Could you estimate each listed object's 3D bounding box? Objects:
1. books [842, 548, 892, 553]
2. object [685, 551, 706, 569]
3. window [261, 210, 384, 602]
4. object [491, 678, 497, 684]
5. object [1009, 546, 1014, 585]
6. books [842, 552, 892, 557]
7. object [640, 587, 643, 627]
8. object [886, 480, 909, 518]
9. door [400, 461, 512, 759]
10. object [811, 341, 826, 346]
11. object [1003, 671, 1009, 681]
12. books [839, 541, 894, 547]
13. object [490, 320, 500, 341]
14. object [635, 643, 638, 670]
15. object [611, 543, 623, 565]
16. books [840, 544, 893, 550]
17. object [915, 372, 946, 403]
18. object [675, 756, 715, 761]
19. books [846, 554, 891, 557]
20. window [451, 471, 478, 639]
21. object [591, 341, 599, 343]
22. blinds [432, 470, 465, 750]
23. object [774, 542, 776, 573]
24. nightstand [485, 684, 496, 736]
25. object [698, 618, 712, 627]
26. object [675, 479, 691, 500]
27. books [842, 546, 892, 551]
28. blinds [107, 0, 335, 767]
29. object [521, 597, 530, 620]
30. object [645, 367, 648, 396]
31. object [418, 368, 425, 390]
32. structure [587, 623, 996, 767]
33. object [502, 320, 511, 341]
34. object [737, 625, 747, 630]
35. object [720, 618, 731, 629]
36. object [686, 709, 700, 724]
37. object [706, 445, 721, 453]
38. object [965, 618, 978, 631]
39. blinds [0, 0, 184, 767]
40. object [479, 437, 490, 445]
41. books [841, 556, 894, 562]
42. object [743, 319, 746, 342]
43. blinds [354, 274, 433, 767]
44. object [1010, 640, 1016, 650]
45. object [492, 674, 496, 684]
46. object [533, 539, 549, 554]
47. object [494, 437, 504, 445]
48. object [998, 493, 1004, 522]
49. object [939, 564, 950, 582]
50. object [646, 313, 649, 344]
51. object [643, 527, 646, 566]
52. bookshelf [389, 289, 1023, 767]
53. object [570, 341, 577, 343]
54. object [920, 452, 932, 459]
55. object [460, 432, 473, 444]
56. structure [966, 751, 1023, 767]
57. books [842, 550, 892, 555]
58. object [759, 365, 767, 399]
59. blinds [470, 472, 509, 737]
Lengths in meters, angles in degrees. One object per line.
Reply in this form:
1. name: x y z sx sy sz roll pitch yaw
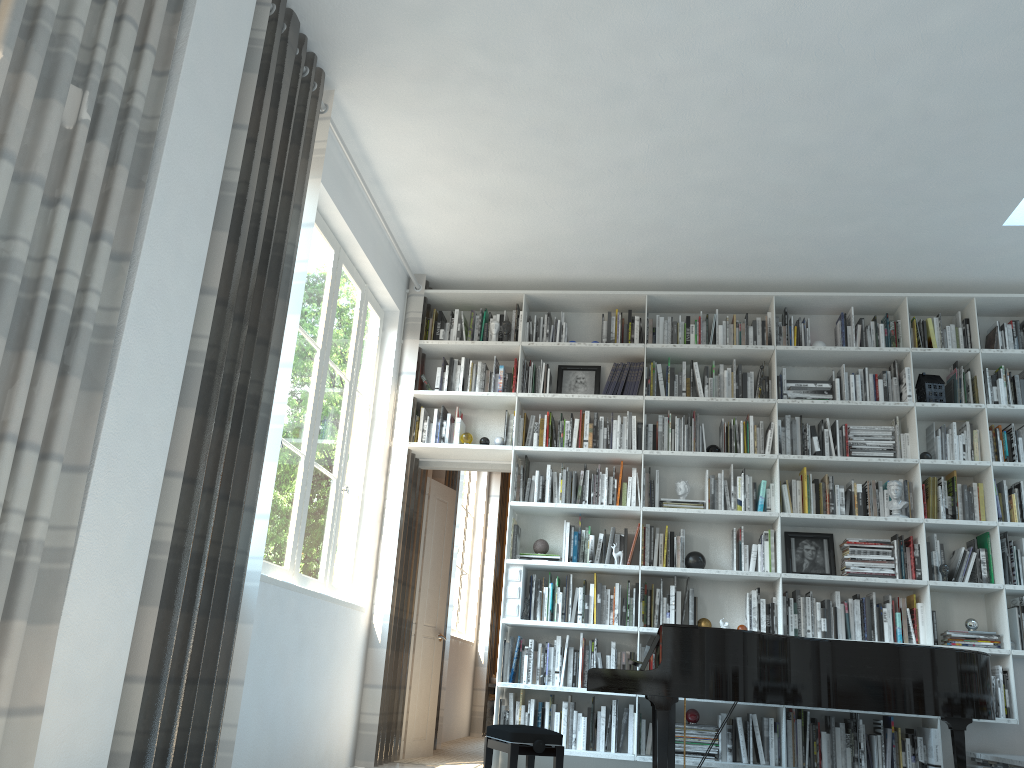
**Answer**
1. books: 2.203 1.043 5.514 0.254 0.012 0.161 2 -19 5
2. object: 1.160 1.126 5.611 0.134 0.135 0.134 15 -22 -31
3. window: -1.062 0.116 4.878 0.073 2.001 1.990 1 -19 8
4. object: -0.185 3.198 9.551 0.118 0.061 0.118 -1 -19 15
5. object: 3.011 1.118 5.396 0.007 0.265 0.135 1 -18 8
6. books: 2.202 1.066 5.507 0.254 0.012 0.161 2 -19 5
7. object: 0.814 1.417 5.587 0.012 0.253 0.161 1 -19 8
8. object: 2.361 0.717 5.457 0.137 0.243 0.138 13 -20 -24
9. door: -0.380 1.612 6.272 0.834 1.973 0.789 1 -18 8
10. object: 2.048 -0.236 5.926 0.105 0.105 0.105 8 -19 -13
11. object: 2.832 1.783 5.089 0.011 0.259 0.142 1 -18 8
12. books: 2.205 1.007 5.521 0.285 0.012 0.160 3 -19 4
13. object: -0.122 -0.350 6.158 0.068 0.197 0.067 18 -23 -37
14. object: 0.769 1.758 5.499 0.017 0.289 0.089 1 -18 8
15. object: 0.657 1.068 5.552 0.081 0.139 0.044 6 -18 -7
16. books: 2.205 1.021 5.524 0.285 0.012 0.160 1 -19 10
17. object: 2.693 0.047 5.706 0.135 0.247 0.136 5 -18 -1
18. object: 1.073 2.221 5.272 0.254 0.007 0.161 0 -19 11
19. books: 2.201 1.078 5.503 0.254 0.012 0.161 0 -19 11
20. window: -0.548 1.421 8.607 0.073 2.001 1.990 1 -19 8
21. object: 0.577 -0.256 6.148 0.082 0.083 0.083 8 -19 -13
22. blinds: -0.576 1.260 7.225 0.140 3.219 0.779 1 -18 8
23. object: 1.646 1.112 5.592 0.017 0.215 0.104 1 -18 8
24. nightstand: -0.311 3.494 9.550 0.650 0.516 0.432 0 -19 11
25. object: 1.190 1.496 5.492 0.091 0.091 0.091 8 -19 -13
26. object: 1.113 0.694 5.786 0.095 0.156 0.121 -3 -20 21
27. books: 2.204 1.031 5.516 0.254 0.012 0.161 3 -19 5
28. blinds: -1.090 -0.046 3.494 0.140 3.219 0.779 1 -18 8
29. object: 0.084 1.406 5.539 0.045 0.146 0.045 20 -24 -40
30. object: 0.914 0.030 6.043 0.012 0.253 0.161 1 -19 8
31. object: -0.646 -0.030 6.263 0.035 0.294 0.177 1 -19 8
32. structure: 1.345 1.650 4.234 1.918 0.829 1.339 1 -19 8
33. object: -0.042 -0.348 6.146 0.068 0.197 0.067 18 -23 -37
34. object: 1.406 1.502 5.415 0.061 0.062 0.061 15 -22 -31
35. object: 1.300 1.477 5.413 0.060 0.094 0.078 -4 -20 24
36. object: 1.081 1.991 5.311 0.086 0.087 0.086 8 -19 -13
37. object: 1.316 0.445 5.800 0.097 0.098 0.097 15 -22 -31
38. object: 2.701 1.414 5.212 0.072 0.072 0.071 15 -22 -31
39. blinds: -1.256 -0.502 2.248 0.183 3.249 1.030 2 -18 8
40. object: -0.187 0.397 6.051 0.071 0.072 0.072 8 -19 -13
41. books: 2.200 1.088 5.495 0.285 0.012 0.160 0 -19 13
42. object: 1.586 -0.299 6.060 0.010 0.246 0.158 1 -19 8
43. blinds: -0.728 0.872 6.118 0.140 3.219 0.779 1 -18 8
44. object: 2.927 1.541 5.222 0.072 0.072 0.071 15 -22 -31
45. object: -0.231 3.214 9.674 0.106 0.103 0.106 -1 -19 15
46. object: 0.189 1.063 5.768 0.105 0.106 0.105 8 -19 -13
47. object: -0.085 0.393 6.016 0.071 0.072 0.072 8 -19 -13
48. object: 3.005 0.792 5.489 0.013 0.207 0.140 1 -19 8
49. object: 2.571 1.122 5.265 0.054 0.113 0.079 2 -18 7
50. object: 0.940 -0.331 6.163 0.012 0.284 0.160 1 -18 8
51. object: 0.852 1.067 5.713 0.012 0.269 0.131 1 -18 8
52. bookshelf: 2.279 0.940 5.474 6.296 3.130 0.331 1 -18 8
53. object: 0.421 -0.259 6.170 0.082 0.083 0.083 8 -19 -13
54. object: 2.589 0.461 5.550 0.072 0.072 0.071 15 -22 -31
55. object: -0.307 0.372 6.024 0.087 0.087 0.087 15 -22 -31
56. structure: 3.729 1.693 3.564 2.899 0.657 3.124 1 -19 8
57. books: 2.202 1.054 5.509 0.254 0.012 0.161 3 -19 5
58. object: 1.645 -0.001 5.797 0.075 0.254 0.075 8 -19 -12
59. blinds: -0.214 2.178 9.849 0.140 3.219 0.779 1 -18 8
